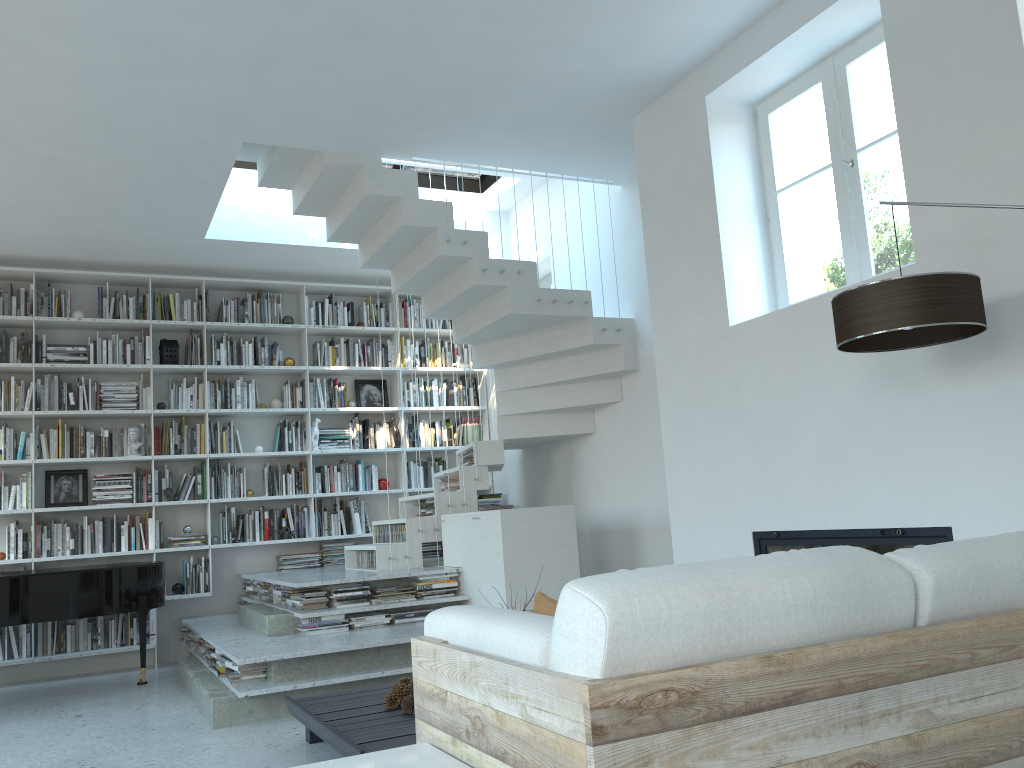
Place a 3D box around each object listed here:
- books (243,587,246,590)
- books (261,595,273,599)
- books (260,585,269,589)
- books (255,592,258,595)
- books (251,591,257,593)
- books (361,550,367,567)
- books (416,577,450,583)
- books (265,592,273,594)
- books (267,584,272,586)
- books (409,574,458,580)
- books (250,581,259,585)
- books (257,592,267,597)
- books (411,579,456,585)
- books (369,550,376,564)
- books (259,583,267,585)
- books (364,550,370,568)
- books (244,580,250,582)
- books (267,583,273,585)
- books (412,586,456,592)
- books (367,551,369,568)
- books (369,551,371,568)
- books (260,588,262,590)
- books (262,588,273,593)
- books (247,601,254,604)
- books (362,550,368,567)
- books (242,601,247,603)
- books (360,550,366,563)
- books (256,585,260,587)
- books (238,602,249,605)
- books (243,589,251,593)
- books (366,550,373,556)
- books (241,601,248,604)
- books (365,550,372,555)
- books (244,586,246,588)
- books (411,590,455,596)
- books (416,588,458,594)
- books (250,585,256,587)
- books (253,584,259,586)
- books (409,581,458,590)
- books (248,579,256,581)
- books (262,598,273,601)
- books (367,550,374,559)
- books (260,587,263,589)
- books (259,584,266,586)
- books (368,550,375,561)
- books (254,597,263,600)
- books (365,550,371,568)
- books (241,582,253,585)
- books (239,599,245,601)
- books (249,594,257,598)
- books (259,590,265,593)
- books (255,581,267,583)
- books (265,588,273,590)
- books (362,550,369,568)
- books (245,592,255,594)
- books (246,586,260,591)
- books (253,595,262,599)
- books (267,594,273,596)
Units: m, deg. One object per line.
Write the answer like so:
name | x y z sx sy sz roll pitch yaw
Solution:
books | -2.123 1.694 7.367 0.179 0.012 0.262 0 -9 -26
books | -1.742 1.575 6.578 0.178 0.014 0.247 0 -10 -28
books | -1.750 1.500 6.587 0.187 0.009 0.261 0 -10 -27
books | -1.977 1.673 7.113 0.131 0.021 0.240 0 -9 -24
books | -1.990 1.658 7.110 0.152 0.009 0.259 1 -10 -29
books | -1.106 1.351 6.865 0.125 0.125 0.008 0 -9 -26
books | -0.531 1.309 5.945 0.192 0.024 0.167 -1 -9 -21
books | -1.736 1.542 6.586 0.159 0.018 0.203 0 -10 -28
books | -1.727 1.490 6.600 0.128 0.013 0.296 0 -10 -28
books | -0.527 1.289 5.938 0.285 0.013 0.181 1 -10 -31
books | -1.996 1.588 7.119 0.163 0.018 0.290 0 -10 -27
books | -1.865 1.614 6.835 0.164 0.023 0.242 -1 -9 -22
books | -0.526 1.326 5.937 0.261 0.012 0.180 -1 -9 -22
books | -1.013 1.315 6.673 0.125 0.125 0.008 0 -9 -26
books | -1.861 1.535 6.851 0.149 0.013 0.220 0 -9 -23
books | -1.073 1.338 6.797 0.125 0.125 0.008 0 -9 -26
books | -2.124 1.632 7.377 0.159 0.011 0.246 1 -10 -29
books | -1.739 1.470 6.598 0.139 0.028 0.262 -1 -9 -21
books | -0.530 1.371 5.945 0.268 0.014 0.160 0 -10 -27
books | -1.029 1.321 6.706 0.125 0.125 0.008 0 -9 -26
books | -1.006 1.313 6.659 0.125 0.125 0.007 0 -9 -26
books | -1.853 1.579 6.847 0.150 0.013 0.215 0 -9 -26
books | -1.745 1.525 6.585 0.179 0.017 0.293 0 -9 -25
books | -2.020 1.738 7.097 0.149 0.014 0.229 0 -10 -28
books | -1.096 1.347 6.843 0.125 0.125 0.008 0 -9 -26
books | -2.160 1.796 7.370 0.152 0.015 0.208 -1 -9 -21
books | -1.116 1.354 6.885 0.125 0.125 0.009 0 -9 -26
books | -1.865 1.555 6.845 0.167 0.008 0.234 0 -10 -27
books | -2.167 1.815 7.363 0.184 0.006 0.263 0 -9 -25
books | -2.126 1.708 7.363 0.175 0.017 0.266 0 -9 -23
books | -1.042 1.326 6.733 0.125 0.125 0.008 0 -9 -26
books | -2.161 1.808 7.368 0.159 0.009 0.210 -1 -9 -22
books | -1.053 1.330 6.755 0.125 0.125 0.008 0 -9 -26
books | -2.118 1.684 7.371 0.156 0.009 0.287 0 -10 -28
books | -0.531 1.395 5.947 0.262 0.016 0.132 1 -10 -31
books | -0.521 1.379 5.926 0.281 0.008 0.181 -1 -9 -21
books | -1.999 1.613 7.113 0.171 0.007 0.206 0 -9 -24
books | -1.994 1.603 7.117 0.143 0.012 0.264 -1 -9 -21
books | -0.528 1.348 5.941 0.284 0.030 0.177 0 -9 -25
books | -2.006 1.563 7.118 0.171 0.020 0.194 1 -10 -31
books | -1.747 1.587 6.573 0.182 0.011 0.254 -1 -9 -22
books | -1.032 1.323 6.713 0.125 0.125 0.009 0 -9 -26
books | -1.857 1.566 6.847 0.144 0.013 0.221 0 -9 -23
books | -1.860 1.547 6.849 0.160 0.010 0.180 0 -9 -26
books | -1.022 1.319 6.693 0.125 0.125 0.008 0 -9 -26
books | -1.866 1.643 6.830 0.183 0.012 0.297 0 -10 -27
books | -1.063 1.334 6.775 0.125 0.125 0.007 0 -9 -26
books | -2.132 1.653 7.370 0.171 0.015 0.253 1 -10 -31
books | -2.166 1.784 7.369 0.174 0.009 0.240 0 -9 -24
books | -1.993 1.691 7.103 0.173 0.017 0.233 0 -10 -27
books | -1.856 1.594 6.843 0.154 0.018 0.221 0 -10 -27
books | -1.873 1.522 6.847 0.165 0.015 0.243 1 -10 -31
books | -1.743 1.511 6.588 0.161 0.012 0.254 -1 -9 -22
books | -1.086 1.343 6.823 0.125 0.125 0.007 0 -9 -26
books | -2.117 1.725 7.365 0.163 0.017 0.233 0 -9 -24
books | -2.008 1.631 7.106 0.189 0.030 0.238 1 -10 -29
books | -1.871 1.631 6.829 0.190 0.012 0.235 0 -10 -28
books | -1.724 1.559 6.589 0.138 0.017 0.237 0 -10 -27
